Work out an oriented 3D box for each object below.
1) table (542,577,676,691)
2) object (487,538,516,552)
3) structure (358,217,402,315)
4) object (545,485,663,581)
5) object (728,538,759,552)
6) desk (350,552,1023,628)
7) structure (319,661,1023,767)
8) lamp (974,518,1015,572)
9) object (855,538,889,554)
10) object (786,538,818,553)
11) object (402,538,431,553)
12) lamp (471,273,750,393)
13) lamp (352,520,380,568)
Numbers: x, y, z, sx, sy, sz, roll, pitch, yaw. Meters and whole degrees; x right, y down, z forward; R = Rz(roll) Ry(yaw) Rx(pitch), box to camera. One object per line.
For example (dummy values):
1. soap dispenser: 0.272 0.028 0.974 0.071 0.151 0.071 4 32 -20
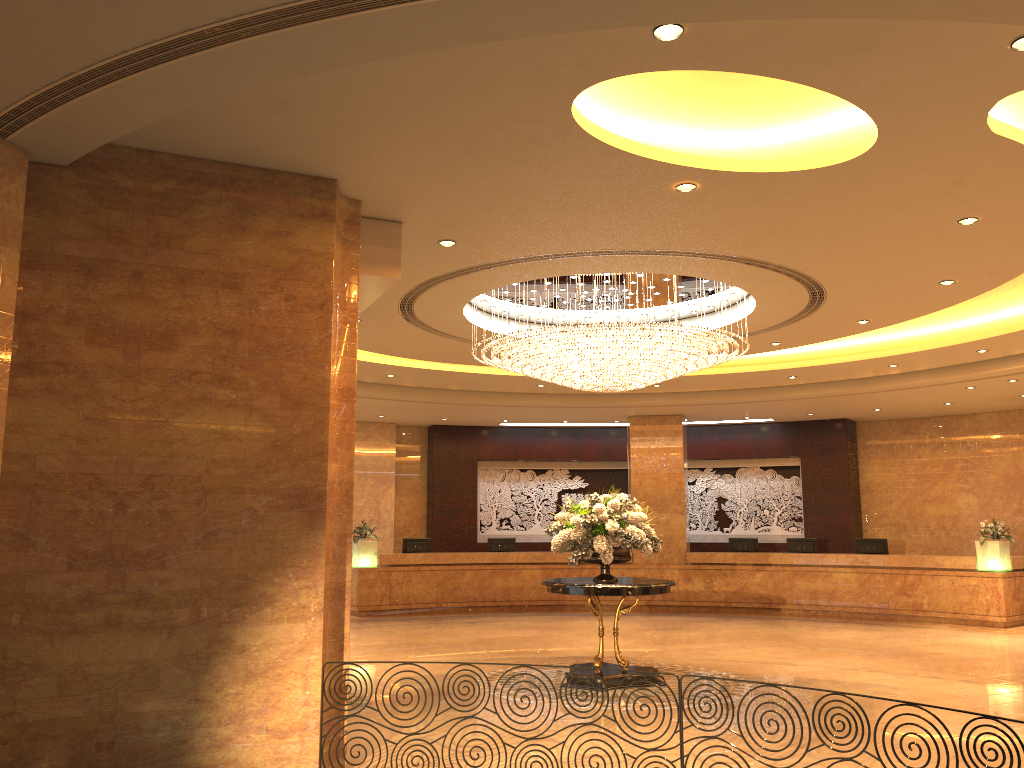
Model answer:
1. table: 1.082 2.743 9.871 1.493 1.089 1.493 5 -10 -30
2. object: -0.221 3.483 18.641 0.531 0.500 0.430 -5 -10 26
3. structure: -1.938 -0.812 9.048 0.425 0.483 4.113 4 -10 -24
4. object: 1.050 1.716 10.055 1.277 0.999 1.318 -1 -9 6
5. object: 4.761 3.410 18.219 0.430 0.500 0.531 5 -10 -27
6. desk: 2.944 3.921 17.469 12.951 1.155 3.466 -2 -9 10
7. structure: 1.012 1.775 2.294 3.815 0.995 7.624 1 -9 -6
8. lamp: 8.284 2.735 15.145 0.606 0.897 0.532 -9 -13 44
9. object: 6.908 3.216 17.016 0.430 0.500 0.531 3 -9 -16
10. object: 5.805 3.331 17.729 0.430 0.500 0.531 3 -10 -21
11. object: -1.951 3.400 18.108 0.531 0.500 0.430 -2 -9 13
12. lamp: 1.129 -0.501 10.413 3.206 1.196 3.204 -2 -9 13
13. lamp: -2.888 3.095 17.240 0.577 0.925 0.542 4 -10 -22
